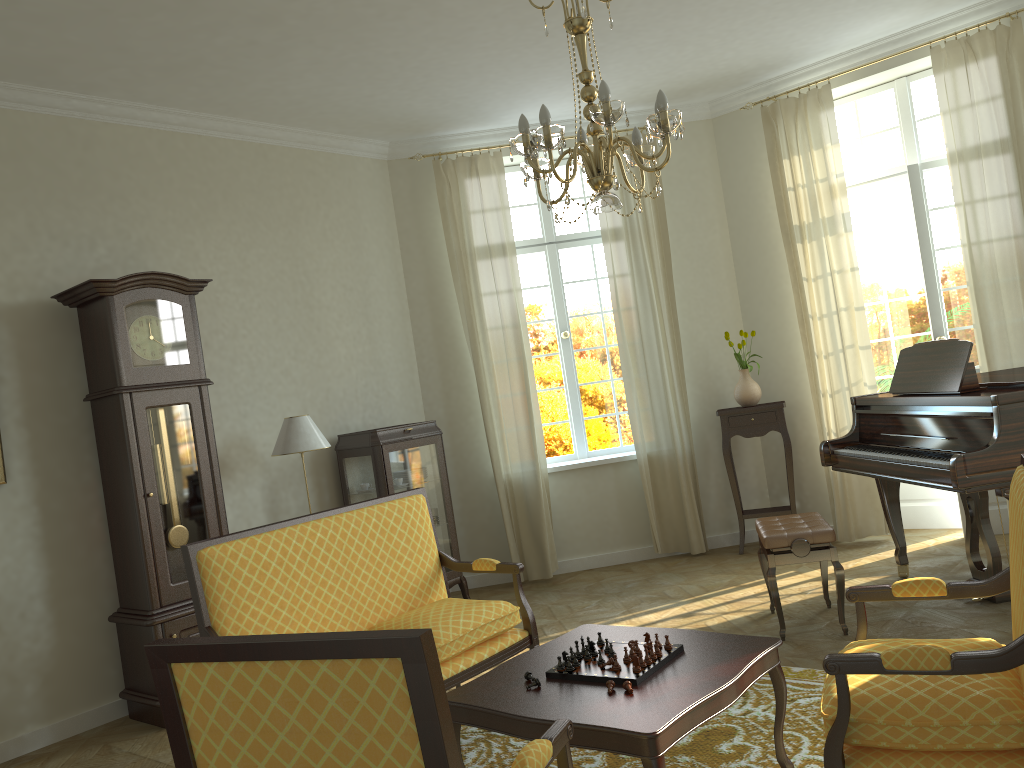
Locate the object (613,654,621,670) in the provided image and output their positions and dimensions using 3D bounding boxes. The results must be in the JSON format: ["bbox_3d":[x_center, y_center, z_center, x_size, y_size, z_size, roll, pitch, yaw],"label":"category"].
[{"bbox_3d":[0.354,0.945,3.017,0.030,0.050,0.030,-8,-1,-2],"label":"object"}]

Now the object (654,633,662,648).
[{"bbox_3d":[0.522,0.922,3.190,0.030,0.050,0.030,-8,-1,-2],"label":"object"}]

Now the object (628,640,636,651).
[{"bbox_3d":[0.435,0.944,3.199,0.030,0.030,0.052,-9,-1,3],"label":"object"}]

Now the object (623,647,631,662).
[{"bbox_3d":[0.398,0.939,3.086,0.030,0.050,0.030,-8,-1,-2],"label":"object"}]

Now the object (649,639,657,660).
[{"bbox_3d":[0.483,0.916,3.070,0.030,0.069,0.030,-8,-1,-2],"label":"object"}]

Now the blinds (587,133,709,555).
[{"bbox_3d":[1.117,-0.312,7.087,0.552,3.381,0.159,-8,-1,-1],"label":"blinds"}]

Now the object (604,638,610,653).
[{"bbox_3d":[0.346,0.948,3.219,0.030,0.050,0.030,-8,-1,-2],"label":"object"}]

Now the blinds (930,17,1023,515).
[{"bbox_3d":[3.288,-0.650,5.826,0.554,3.386,0.162,-9,-1,36],"label":"blinds"}]

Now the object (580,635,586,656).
[{"bbox_3d":[0.259,0.951,3.233,0.030,0.069,0.030,-8,-1,-2],"label":"object"}]

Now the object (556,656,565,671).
[{"bbox_3d":[0.168,0.977,3.104,0.030,0.044,0.030,-8,-1,-2],"label":"object"}]

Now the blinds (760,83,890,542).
[{"bbox_3d":[2.391,-0.503,6.676,0.552,3.386,0.159,-9,-1,38],"label":"blinds"}]

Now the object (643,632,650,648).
[{"bbox_3d":[0.490,0.926,3.214,0.030,0.052,0.030,-8,-1,-2],"label":"object"}]

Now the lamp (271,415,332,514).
[{"bbox_3d":[-1.260,0.973,5.650,0.380,1.552,0.381,-8,-1,-44],"label":"lamp"}]

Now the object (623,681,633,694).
[{"bbox_3d":[0.375,0.970,2.839,0.030,0.030,0.047,-8,-1,-12],"label":"object"}]

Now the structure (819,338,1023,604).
[{"bbox_3d":[2.917,0.400,4.890,1.856,1.439,1.514,-8,-1,-4],"label":"structure"}]

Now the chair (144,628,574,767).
[{"bbox_3d":[-0.261,1.019,2.028,0.730,1.083,0.671,-9,-1,23],"label":"chair"}]

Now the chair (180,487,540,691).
[{"bbox_3d":[-0.571,1.084,3.815,0.680,1.083,1.389,-9,-1,40],"label":"chair"}]

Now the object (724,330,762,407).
[{"bbox_3d":[1.824,-0.126,6.960,0.264,0.609,0.242,-8,-1,-25],"label":"object"}]

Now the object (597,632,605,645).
[{"bbox_3d":[0.331,0.955,3.331,0.030,0.044,0.030,-8,-1,-2],"label":"object"}]

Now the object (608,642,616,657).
[{"bbox_3d":[0.355,0.946,3.162,0.030,0.050,0.030,-8,-1,-2],"label":"object"}]

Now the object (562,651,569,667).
[{"bbox_3d":[0.191,0.969,3.136,0.030,0.052,0.030,-8,-1,-2],"label":"object"}]

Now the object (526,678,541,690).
[{"bbox_3d":[0.072,1.017,3.011,0.052,0.030,0.030,-8,-1,-22],"label":"object"}]

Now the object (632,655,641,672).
[{"bbox_3d":[0.415,0.934,2.972,0.030,0.052,0.030,-8,-1,-2],"label":"object"}]

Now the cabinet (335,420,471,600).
[{"bbox_3d":[-0.790,0.998,6.371,0.542,1.386,0.733,-9,-1,41],"label":"cabinet"}]

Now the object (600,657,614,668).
[{"bbox_3d":[0.328,0.959,3.054,0.052,0.030,0.030,-8,-1,-3],"label":"object"}]

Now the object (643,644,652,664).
[{"bbox_3d":[0.461,0.922,3.037,0.030,0.064,0.030,-8,-1,-2],"label":"object"}]

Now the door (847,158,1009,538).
[{"bbox_3d":[3.093,-0.242,6.471,1.385,2.690,0.425,-9,-1,41],"label":"door"}]

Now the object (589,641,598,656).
[{"bbox_3d":[0.293,0.955,3.209,0.030,0.052,0.030,-8,-1,-32],"label":"object"}]

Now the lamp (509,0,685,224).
[{"bbox_3d":[0.258,-1.391,3.440,0.661,1.466,0.662,-9,-1,11],"label":"lamp"}]

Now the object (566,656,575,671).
[{"bbox_3d":[0.200,0.969,3.080,0.030,0.050,0.030,-8,-1,-2],"label":"object"}]

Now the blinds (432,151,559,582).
[{"bbox_3d":[-0.107,-0.133,6.947,0.554,3.385,0.162,-8,-1,1],"label":"blinds"}]

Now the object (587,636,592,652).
[{"bbox_3d":[0.283,0.956,3.266,0.030,0.055,0.030,-8,-1,-2],"label":"object"}]

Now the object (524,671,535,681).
[{"bbox_3d":[0.068,1.019,3.088,0.030,0.030,0.052,-8,-1,-38],"label":"object"}]

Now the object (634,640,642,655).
[{"bbox_3d":[0.444,0.933,3.146,0.030,0.050,0.030,-8,-1,-2],"label":"object"}]

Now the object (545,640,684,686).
[{"bbox_3d":[0.366,0.979,3.135,0.360,0.021,0.360,-9,-1,36],"label":"object"}]

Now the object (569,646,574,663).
[{"bbox_3d":[0.214,0.965,3.169,0.030,0.055,0.030,-8,-1,-2],"label":"object"}]

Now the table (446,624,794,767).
[{"bbox_3d":[0.385,1.236,3.097,0.922,0.494,0.932,-9,-1,42],"label":"table"}]

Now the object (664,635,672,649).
[{"bbox_3d":[0.555,0.920,3.167,0.030,0.044,0.030,-8,-1,-2],"label":"object"}]

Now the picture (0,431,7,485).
[{"bbox_3d":[-3.026,0.106,4.400,0.081,0.931,0.852,-9,-1,41],"label":"picture"}]

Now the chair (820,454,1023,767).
[{"bbox_3d":[1.216,0.804,2.494,0.671,1.083,0.730,-9,-1,25],"label":"chair"}]

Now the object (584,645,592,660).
[{"bbox_3d":[0.269,0.959,3.178,0.030,0.050,0.030,-8,-1,-2],"label":"object"}]

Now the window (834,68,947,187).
[{"bbox_3d":[2.960,-1.945,6.629,1.380,0.680,0.055,-9,-1,41],"label":"window"}]

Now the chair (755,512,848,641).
[{"bbox_3d":[1.587,1.041,4.892,0.385,0.563,0.638,-9,-1,11],"label":"chair"}]

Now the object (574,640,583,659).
[{"bbox_3d":[0.236,0.957,3.201,0.030,0.064,0.030,-8,-1,-2],"label":"object"}]

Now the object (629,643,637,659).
[{"bbox_3d":[0.421,0.936,3.116,0.030,0.050,0.030,-8,-1,-2],"label":"object"}]

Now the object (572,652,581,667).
[{"bbox_3d":[0.223,0.966,3.113,0.030,0.050,0.030,-8,-1,-2],"label":"object"}]

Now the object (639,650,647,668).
[{"bbox_3d":[0.438,0.930,3.005,0.030,0.055,0.030,-8,-1,-2],"label":"object"}]

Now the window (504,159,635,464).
[{"bbox_3d":[0.411,-0.621,7.483,1.400,2.550,0.181,-8,-1,-4],"label":"window"}]

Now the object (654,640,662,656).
[{"bbox_3d":[0.508,0.920,3.102,0.030,0.055,0.030,-8,-1,-2],"label":"object"}]

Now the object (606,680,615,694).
[{"bbox_3d":[0.318,0.979,2.867,0.030,0.030,0.052,-9,-1,8],"label":"object"}]

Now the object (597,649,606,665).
[{"bbox_3d":[0.309,0.953,3.099,0.030,0.050,0.030,-8,-1,-2],"label":"object"}]

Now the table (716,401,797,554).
[{"bbox_3d":[1.954,0.725,6.952,0.522,1.114,0.344,-9,-1,16],"label":"table"}]

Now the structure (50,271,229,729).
[{"bbox_3d":[-1.991,0.618,5.064,0.521,2.458,0.715,-9,-1,41],"label":"structure"}]
